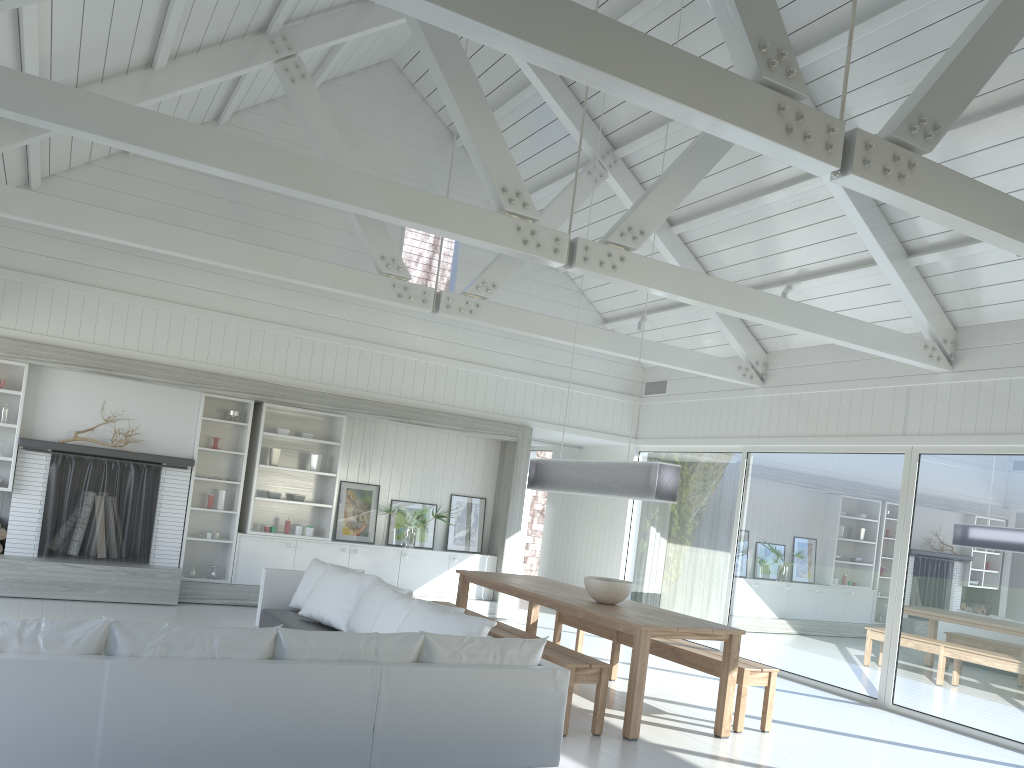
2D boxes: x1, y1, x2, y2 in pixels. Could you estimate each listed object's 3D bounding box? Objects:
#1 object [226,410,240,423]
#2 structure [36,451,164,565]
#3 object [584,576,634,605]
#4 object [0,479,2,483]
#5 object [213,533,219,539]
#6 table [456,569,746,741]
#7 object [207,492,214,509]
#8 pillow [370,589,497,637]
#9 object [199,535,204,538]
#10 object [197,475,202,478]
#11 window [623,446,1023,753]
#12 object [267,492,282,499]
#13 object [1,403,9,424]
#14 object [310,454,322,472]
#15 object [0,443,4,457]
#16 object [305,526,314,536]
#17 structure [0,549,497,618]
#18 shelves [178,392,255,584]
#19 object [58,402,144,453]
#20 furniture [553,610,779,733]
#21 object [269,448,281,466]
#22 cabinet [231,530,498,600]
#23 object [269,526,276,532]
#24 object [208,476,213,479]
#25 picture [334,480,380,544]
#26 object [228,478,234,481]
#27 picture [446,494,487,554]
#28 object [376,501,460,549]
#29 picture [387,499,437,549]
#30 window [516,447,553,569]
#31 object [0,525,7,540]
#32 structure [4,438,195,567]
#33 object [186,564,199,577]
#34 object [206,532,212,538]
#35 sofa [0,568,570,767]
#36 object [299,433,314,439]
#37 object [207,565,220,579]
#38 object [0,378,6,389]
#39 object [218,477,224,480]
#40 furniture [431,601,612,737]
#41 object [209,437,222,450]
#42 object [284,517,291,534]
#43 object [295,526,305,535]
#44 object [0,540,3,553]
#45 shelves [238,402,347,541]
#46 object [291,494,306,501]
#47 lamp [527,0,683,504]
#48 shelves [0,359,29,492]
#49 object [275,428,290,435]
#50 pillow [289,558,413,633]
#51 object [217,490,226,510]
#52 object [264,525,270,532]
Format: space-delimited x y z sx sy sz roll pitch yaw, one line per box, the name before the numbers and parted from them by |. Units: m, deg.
object | -3.035 0.354 9.594 0.161 0.123 0.163 7 -5 5
structure | -4.105 1.265 8.834 1.105 1.060 0.116 10 -3 -28
object | 0.746 1.619 6.875 0.393 0.184 0.388 12 -8 -36
object | -5.255 1.210 8.558 0.344 0.641 0.610 10 -5 -42
object | -3.218 1.652 9.583 0.059 0.061 0.057 9 -5 -28
table | 0.507 2.119 7.247 0.912 0.760 2.946 10 -8 -27
object | -3.261 1.249 9.544 0.054 0.195 0.054 8 -2 -28
pillow | -0.590 1.678 5.811 0.470 0.476 1.314 10 -8 -36
object | -3.354 1.644 9.513 0.054 0.025 0.054 10 -7 -27
object | -3.335 0.987 9.414 0.054 0.025 0.054 10 -7 -27
window | 4.085 1.707 7.113 0.081 2.410 10.920 8 -7 -27
object | -2.659 1.247 9.854 0.142 0.066 0.141 10 -7 -27
object | -4.904 0.284 8.526 0.054 0.195 0.054 8 -2 -27
object | -2.241 0.899 10.061 0.102 0.196 0.103 6 -3 17
object | -4.969 0.628 8.502 0.138 0.130 0.136 11 -6 -40
object | -2.303 1.672 10.032 0.085 0.111 0.086 7 -4 8
structure | -3.297 2.225 10.033 6.395 0.345 1.880 11 -8 -28
shelves | -3.292 1.141 9.676 0.544 1.994 0.603 8 -2 -28
object | -4.017 0.416 8.841 0.455 0.500 0.791 4 -6 32
furniture | 1.169 2.395 7.601 0.343 0.469 2.678 9 -7 -27
object | -2.652 0.819 9.841 0.103 0.196 0.102 8 -3 -28
cabinet | -1.733 2.174 10.512 3.205 0.549 0.652 11 -6 -28
object | -2.682 1.630 9.876 0.057 0.061 0.059 3 -6 40
object | -3.257 1.011 9.517 0.054 0.025 0.054 10 -7 -27
picture | -1.825 1.520 10.421 0.498 0.701 0.065 9 -2 -28
object | -3.100 1.058 9.725 0.054 0.025 0.054 10 -7 -27
picture | -0.573 1.764 11.091 0.498 0.701 0.065 9 -2 -28
object | -1.109 1.651 10.481 0.979 0.627 0.621 10 -6 -30
picture | -1.215 1.716 10.762 0.613 0.551 0.053 10 -3 -28
window | 0.349 2.210 14.228 0.038 2.420 0.943 8 -2 -27
object | -5.051 1.465 8.716 0.110 0.109 0.494 10 -8 -29
structure | -4.274 1.309 9.146 1.628 1.282 0.857 10 -4 -28
object | -3.431 2.006 9.481 0.136 0.130 0.138 6 -5 15
object | -3.283 1.634 9.550 0.055 0.071 0.054 9 -4 -28
sofa | -2.186 1.598 5.802 3.501 0.735 4.131 11 -8 -27
object | -2.368 0.601 10.142 0.142 0.066 0.141 10 -7 -27
object | -3.239 2.043 9.583 0.136 0.130 0.138 6 -5 15
object | -4.956 -0.016 8.476 0.230 0.126 0.060 5 -3 17
object | -3.179 1.034 9.621 0.054 0.025 0.054 10 -7 -27
furniture | -0.142 2.140 6.899 0.343 0.469 2.678 9 -7 -27
object | -3.208 0.645 9.545 0.136 0.130 0.138 6 -5 15
object | -2.531 1.589 9.942 0.054 0.195 0.054 8 -2 -28
object | -2.419 1.669 10.047 0.091 0.095 0.091 7 -4 6
object | -5.087 1.595 8.703 0.111 0.110 0.494 9 -8 -29
shelves | -2.520 1.011 10.078 0.945 1.439 0.603 9 -3 -28
object | -2.455 1.308 10.124 0.142 0.066 0.141 10 -7 -27
lamp | 0.923 -1.184 7.275 0.201 4.229 1.902 8 -3 -27
shelves | -5.218 0.360 8.485 0.871 1.235 0.547 9 -3 -28
object | -2.572 0.540 9.872 0.142 0.066 0.141 10 -7 -27
pillow | -1.334 1.788 7.298 0.466 0.476 2.052 10 -8 -35
object | -3.166 1.260 9.592 0.073 0.210 0.071 8 -2 -28
object | -2.730 1.611 9.820 0.054 0.071 0.055 4 -5 41
